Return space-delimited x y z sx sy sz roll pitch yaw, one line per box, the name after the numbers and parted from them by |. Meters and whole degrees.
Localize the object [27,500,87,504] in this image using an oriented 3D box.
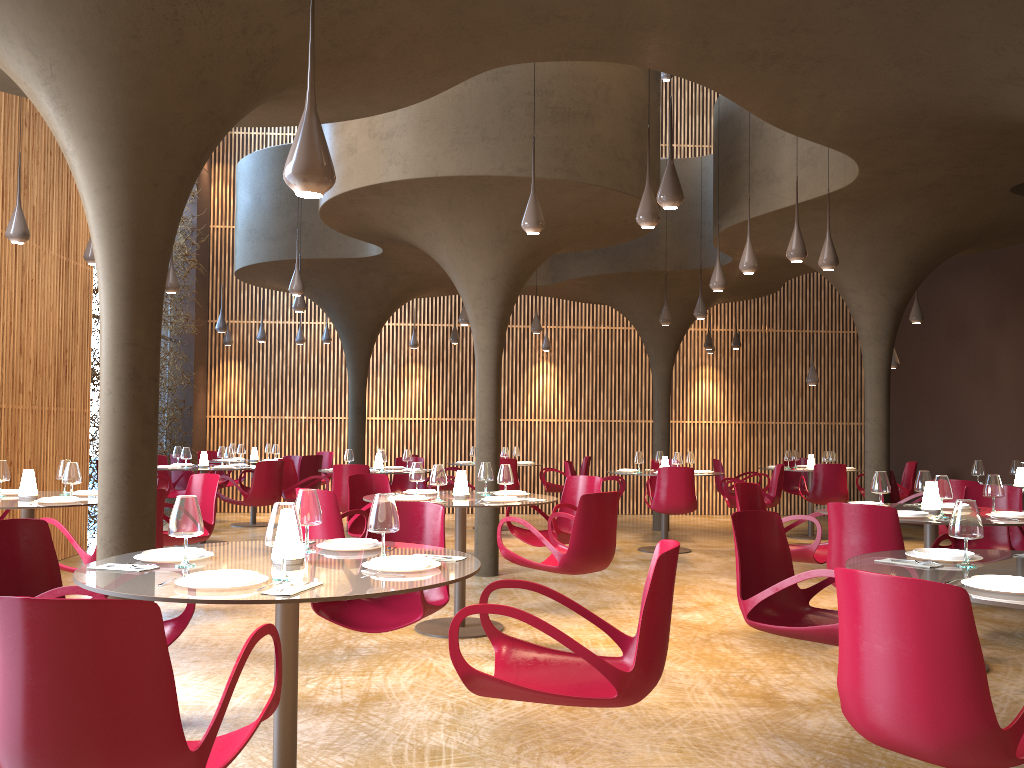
-3.455 0.894 6.758 0.204 0.012 0.411 -2 -4 38 | object

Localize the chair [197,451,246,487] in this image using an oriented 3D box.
-5.360 1.549 16.189 0.873 0.635 0.625 -2 -3 42 | chair

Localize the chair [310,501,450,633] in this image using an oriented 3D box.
-0.689 1.015 5.004 0.625 0.635 0.873 0 -2 9 | chair

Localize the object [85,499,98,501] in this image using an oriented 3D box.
-3.238 0.913 6.974 0.262 0.017 0.126 -2 -4 42 | object

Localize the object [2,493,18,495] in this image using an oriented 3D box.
-4.237 0.923 7.497 0.332 0.014 0.332 2 -3 -30 | object

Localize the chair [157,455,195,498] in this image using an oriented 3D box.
-5.325 1.411 13.534 0.873 0.635 0.625 -2 -3 42 | chair

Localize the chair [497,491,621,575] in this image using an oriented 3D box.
0.403 1.118 6.764 0.873 0.635 0.625 -2 -3 45 | chair

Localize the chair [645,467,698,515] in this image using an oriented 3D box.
2.102 1.389 11.658 0.625 0.635 0.873 1 -2 2 | chair

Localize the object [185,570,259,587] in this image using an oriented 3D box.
-1.081 0.728 3.309 0.263 0.029 0.263 3 -4 -33 | object

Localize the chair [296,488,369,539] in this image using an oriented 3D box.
-1.236 1.104 6.818 0.625 0.635 0.873 -1 -3 40 | chair

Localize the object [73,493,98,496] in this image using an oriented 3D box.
-3.554 0.930 7.507 0.332 0.014 0.332 -1 -3 22 | object

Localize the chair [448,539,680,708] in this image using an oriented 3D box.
0.237 0.951 3.593 0.872 0.635 0.625 0 -2 9 | chair

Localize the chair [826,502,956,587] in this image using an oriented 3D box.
2.486 1.095 5.909 0.873 0.635 0.625 3 -3 -43 | chair

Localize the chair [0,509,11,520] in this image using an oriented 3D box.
-4.784 1.123 7.888 0.873 0.635 0.625 -1 -3 37 | chair

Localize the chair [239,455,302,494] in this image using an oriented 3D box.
-3.712 1.443 13.834 0.625 0.635 0.873 -1 -3 37 | chair

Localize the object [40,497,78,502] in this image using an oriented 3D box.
-3.453 0.883 6.762 0.263 0.029 0.263 1 -3 -9 | object

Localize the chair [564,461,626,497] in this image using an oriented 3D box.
1.194 1.446 12.922 0.872 0.635 0.625 0 -2 12 | chair

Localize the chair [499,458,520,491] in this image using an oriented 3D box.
-0.199 1.502 14.286 0.625 0.635 0.873 1 -2 -8 | chair

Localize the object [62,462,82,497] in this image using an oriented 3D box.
-3.475 0.768 6.997 0.142 0.295 0.142 0 -2 18 | object

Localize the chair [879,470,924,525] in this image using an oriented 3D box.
4.847 1.366 10.657 0.873 0.635 0.625 -2 -3 44 | chair

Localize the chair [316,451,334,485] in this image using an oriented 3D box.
-3.747 1.581 16.490 0.625 0.635 0.873 -1 -3 37 | chair

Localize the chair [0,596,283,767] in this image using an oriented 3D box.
-1.134 0.890 2.693 0.625 0.635 0.873 0 -2 4 | chair

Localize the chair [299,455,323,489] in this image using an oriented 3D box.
-3.574 1.495 14.811 0.873 0.635 0.625 -1 -3 37 | chair

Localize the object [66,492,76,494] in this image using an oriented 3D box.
-3.745 0.948 7.740 0.262 0.017 0.126 3 -4 -43 | object

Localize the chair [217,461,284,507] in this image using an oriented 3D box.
-3.539 1.358 12.155 0.873 0.635 0.625 -1 -3 37 | chair

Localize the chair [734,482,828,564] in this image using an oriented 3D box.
2.327 1.178 7.541 0.873 0.635 0.625 -2 -3 42 | chair

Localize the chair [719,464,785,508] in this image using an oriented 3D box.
3.430 1.453 12.621 0.872 0.635 0.625 0 -2 7 | chair

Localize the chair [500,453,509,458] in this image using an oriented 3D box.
-0.271 1.624 16.639 0.625 0.635 0.873 1 -2 -3 | chair

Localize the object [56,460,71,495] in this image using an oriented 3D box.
-3.785 0.791 7.509 0.142 0.295 0.142 1 -2 1 | object

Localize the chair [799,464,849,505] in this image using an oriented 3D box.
4.732 1.507 13.408 0.625 0.635 0.873 0 -2 7 | chair

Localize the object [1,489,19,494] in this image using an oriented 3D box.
-4.237 0.913 7.497 0.263 0.029 0.263 1 -3 -1 | object

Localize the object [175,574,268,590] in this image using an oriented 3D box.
-1.081 0.737 3.309 0.332 0.014 0.332 0 -3 2 | object

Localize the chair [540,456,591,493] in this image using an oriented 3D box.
0.941 1.575 15.464 0.872 0.635 0.625 1 -2 -3 | chair

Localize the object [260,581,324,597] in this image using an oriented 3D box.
-0.794 0.743 3.216 0.126 0.017 0.262 0 -3 14 | object

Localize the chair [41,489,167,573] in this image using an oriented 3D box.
-2.935 1.066 6.431 0.873 0.635 0.625 -1 -3 32 | chair

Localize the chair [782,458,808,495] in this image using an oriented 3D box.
5.053 1.627 15.641 0.625 0.635 0.873 0 -2 12 | chair

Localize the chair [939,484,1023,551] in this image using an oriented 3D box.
4.015 1.196 7.568 0.625 0.635 0.873 -1 -3 42 | chair

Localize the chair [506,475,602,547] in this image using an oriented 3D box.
0.460 1.206 8.451 0.625 0.635 0.873 -2 -3 45 | chair

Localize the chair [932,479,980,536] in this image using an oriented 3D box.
4.667 1.279 9.027 0.873 0.635 0.625 3 -3 -41 | chair

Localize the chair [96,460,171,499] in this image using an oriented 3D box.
-5.170 1.332 11.985 0.625 0.635 0.873 -1 -3 32 | chair

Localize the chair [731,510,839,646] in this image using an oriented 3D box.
1.590 1.022 4.684 0.625 0.635 0.873 2 -3 -40 | chair

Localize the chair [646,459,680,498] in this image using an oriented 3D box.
2.440 1.514 13.988 0.625 0.635 0.873 0 -2 7 | chair

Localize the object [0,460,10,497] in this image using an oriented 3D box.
-4.195 0.775 7.271 0.142 0.295 0.142 0 -2 14 | object

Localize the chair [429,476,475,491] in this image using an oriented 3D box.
-0.671 1.397 12.358 0.872 0.635 0.625 0 -2 7 | chair

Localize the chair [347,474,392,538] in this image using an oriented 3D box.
-1.179 1.185 8.374 0.625 0.635 0.873 2 -3 -40 | chair

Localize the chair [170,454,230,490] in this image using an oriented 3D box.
-5.205 1.470 14.641 0.625 0.635 0.873 -1 -3 32 | chair

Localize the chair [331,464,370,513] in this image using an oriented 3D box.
-1.999 1.334 11.395 0.625 0.635 0.873 1 -2 2 | chair

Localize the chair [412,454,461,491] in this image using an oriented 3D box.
-1.313 1.548 15.373 0.872 0.635 0.625 1 -2 2 | chair

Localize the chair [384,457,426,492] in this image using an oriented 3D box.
-1.661 1.458 13.725 0.625 0.635 0.873 0 -2 7 | chair

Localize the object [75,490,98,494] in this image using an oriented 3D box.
-3.554 0.921 7.507 0.263 0.029 0.263 0 -3 15 | object

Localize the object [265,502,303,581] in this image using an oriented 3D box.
-0.884 0.609 3.440 0.142 0.295 0.142 0 -2 14 | object

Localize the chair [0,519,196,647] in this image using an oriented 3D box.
-1.983 0.949 3.997 0.872 0.635 0.625 0 -2 14 | chair

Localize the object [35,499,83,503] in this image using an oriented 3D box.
-3.453 0.893 6.762 0.332 0.014 0.332 1 -3 -6 | object

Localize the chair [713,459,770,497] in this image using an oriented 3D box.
3.781 1.567 14.744 0.872 0.635 0.625 0 -2 2 | chair

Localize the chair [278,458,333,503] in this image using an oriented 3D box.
-2.907 1.390 12.659 0.872 0.635 0.625 0 -2 12 | chair

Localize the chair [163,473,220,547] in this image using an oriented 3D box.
-3.105 1.149 8.062 0.625 0.635 0.873 -1 -3 37 | chair

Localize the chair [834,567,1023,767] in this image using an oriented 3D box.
1.519 0.936 3.045 0.873 0.635 0.625 2 -3 -35 | chair

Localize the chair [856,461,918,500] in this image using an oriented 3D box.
6.109 1.572 14.385 0.872 0.635 0.625 0 -2 7 | chair
